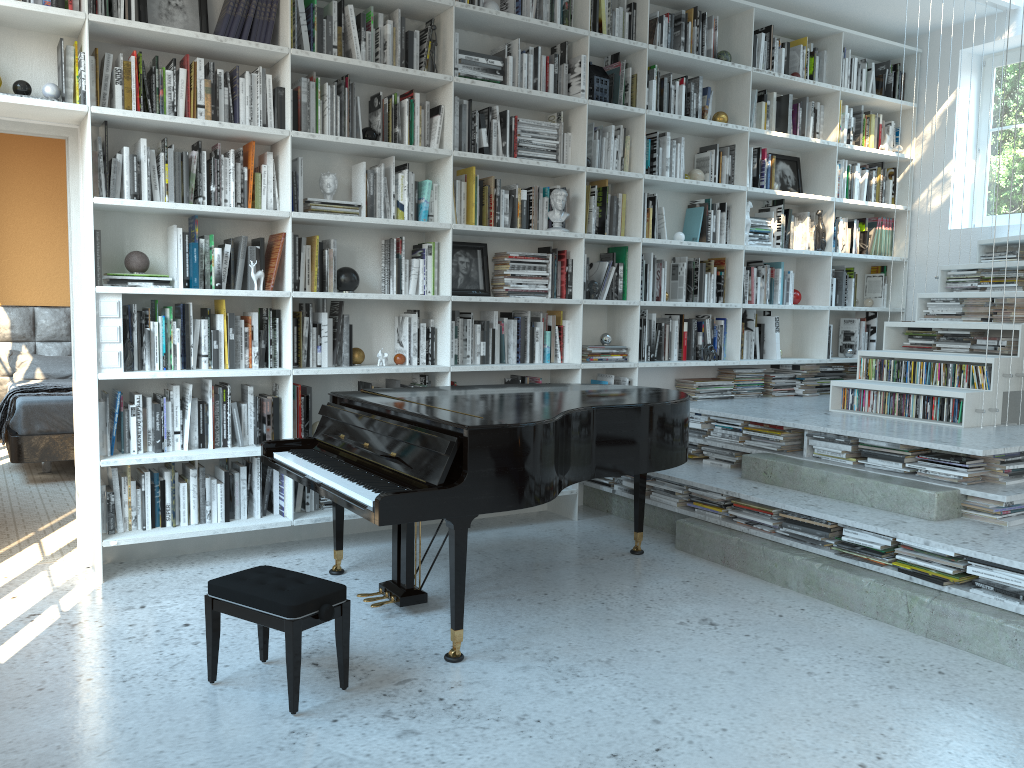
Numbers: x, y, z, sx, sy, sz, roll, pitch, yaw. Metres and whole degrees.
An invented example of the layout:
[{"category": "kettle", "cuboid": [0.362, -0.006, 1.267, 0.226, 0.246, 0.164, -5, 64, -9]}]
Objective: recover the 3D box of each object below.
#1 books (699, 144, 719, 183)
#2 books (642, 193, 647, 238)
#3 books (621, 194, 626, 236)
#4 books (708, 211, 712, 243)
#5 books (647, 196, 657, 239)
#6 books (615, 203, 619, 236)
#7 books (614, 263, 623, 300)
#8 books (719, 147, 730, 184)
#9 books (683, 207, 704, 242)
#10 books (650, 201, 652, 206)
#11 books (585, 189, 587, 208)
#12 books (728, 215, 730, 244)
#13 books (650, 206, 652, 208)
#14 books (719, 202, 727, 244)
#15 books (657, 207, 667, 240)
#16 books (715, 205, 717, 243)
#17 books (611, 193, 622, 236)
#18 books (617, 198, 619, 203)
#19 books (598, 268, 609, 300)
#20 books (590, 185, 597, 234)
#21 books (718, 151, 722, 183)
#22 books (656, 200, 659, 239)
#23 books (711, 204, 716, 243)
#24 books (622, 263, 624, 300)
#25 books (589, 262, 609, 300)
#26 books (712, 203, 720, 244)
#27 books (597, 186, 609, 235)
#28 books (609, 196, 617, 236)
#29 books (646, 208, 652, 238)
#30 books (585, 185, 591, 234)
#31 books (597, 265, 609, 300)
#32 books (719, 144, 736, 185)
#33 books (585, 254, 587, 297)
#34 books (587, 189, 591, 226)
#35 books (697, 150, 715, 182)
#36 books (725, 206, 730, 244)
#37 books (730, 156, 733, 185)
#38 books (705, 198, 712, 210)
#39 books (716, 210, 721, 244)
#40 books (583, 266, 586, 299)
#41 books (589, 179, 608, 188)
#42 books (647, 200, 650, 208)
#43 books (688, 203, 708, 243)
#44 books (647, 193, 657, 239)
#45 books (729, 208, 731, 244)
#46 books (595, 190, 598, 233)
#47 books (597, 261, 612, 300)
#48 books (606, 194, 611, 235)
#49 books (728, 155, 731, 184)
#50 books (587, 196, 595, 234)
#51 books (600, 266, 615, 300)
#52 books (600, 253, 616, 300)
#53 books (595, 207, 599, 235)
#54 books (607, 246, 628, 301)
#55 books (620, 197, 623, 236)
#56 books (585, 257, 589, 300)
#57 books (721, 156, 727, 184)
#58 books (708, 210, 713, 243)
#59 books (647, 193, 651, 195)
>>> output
[{"category": "books", "cuboid": [1.261, -1.392, 5.688, 0.015, 0.268, 0.164, -2, 6, -31]}, {"category": "books", "cuboid": [0.751, -1.013, 5.395, 0.013, 0.279, 0.191, -2, 6, -31]}, {"category": "books", "cuboid": [0.630, -1.007, 5.363, 0.033, 0.269, 0.141, -2, 6, -31]}, {"category": "books", "cuboid": [1.212, -0.995, 5.699, 0.006, 0.210, 0.188, -2, 6, -31]}, {"category": "books", "cuboid": [0.826, -1.013, 5.464, 0.006, 0.270, 0.178, -2, 6, -31]}, {"category": "books", "cuboid": [0.569, -0.970, 5.298, 0.034, 0.204, 0.181, -2, 6, -31]}, {"category": "books", "cuboid": [0.604, -0.615, 5.357, 0.029, 0.223, 0.170, -2, 6, -31]}, {"category": "books", "cuboid": [1.334, -1.389, 5.730, 0.016, 0.257, 0.175, -2, 6, -31]}, {"category": "books", "cuboid": [1.155, -1.008, 5.678, 0.056, 0.241, 0.153, -2, 6, -31]}, {"category": "books", "cuboid": [0.811, -0.999, 5.467, 0.017, 0.243, 0.132, -2, 6, -31]}, {"category": "books", "cuboid": [0.384, -1.010, 5.205, 0.035, 0.294, 0.145, -2, 6, -31]}, {"category": "books", "cuboid": [1.353, -1.001, 5.795, 0.023, 0.212, 0.164, -2, 6, -31]}, {"category": "books", "cuboid": [0.807, -0.983, 5.452, 0.007, 0.212, 0.158, -2, 6, -31]}, {"category": "books", "cuboid": [1.317, -1.029, 5.747, 0.012, 0.274, 0.183, -2, 6, -31]}, {"category": "books", "cuboid": [0.890, -0.982, 5.490, 0.051, 0.210, 0.176, -2, 6, -31]}, {"category": "books", "cuboid": [1.263, -1.021, 5.731, 0.015, 0.260, 0.152, -2, 6, -31]}, {"category": "books", "cuboid": [0.604, -1.004, 5.333, 0.032, 0.267, 0.142, -2, 6, -31]}, {"category": "books", "cuboid": [0.581, -0.990, 5.327, 0.028, 0.240, 0.145, -2, 6, -31]}, {"category": "books", "cuboid": [0.504, -0.605, 5.320, 0.090, 0.212, 0.143, -2, 6, -31]}, {"category": "books", "cuboid": [0.443, -1.012, 5.227, 0.019, 0.294, 0.163, -2, 6, -31]}, {"category": "books", "cuboid": [1.290, -1.374, 5.724, 0.016, 0.228, 0.160, -2, 6, -31]}, {"category": "books", "cuboid": [0.851, -1.007, 5.496, 0.007, 0.254, 0.160, -2, 6, -31]}, {"category": "books", "cuboid": [1.249, -1.023, 5.722, 0.018, 0.263, 0.165, -2, 6, -31]}, {"category": "books", "cuboid": [0.619, -0.618, 5.380, 0.021, 0.227, 0.148, -2, 6, -31]}, {"category": "books", "cuboid": [0.477, -0.611, 5.279, 0.095, 0.228, 0.190, -2, 6, -31]}, {"category": "books", "cuboid": [1.287, -1.030, 5.754, 0.032, 0.275, 0.154, -2, 6, -31]}, {"category": "books", "cuboid": [0.505, -1.012, 5.249, 0.019, 0.293, 0.182, -2, 6, -31]}, {"category": "books", "cuboid": [0.553, -0.988, 5.277, 0.027, 0.242, 0.188, -2, 6, -31]}, {"category": "books", "cuboid": [0.788, -0.970, 5.420, 0.017, 0.192, 0.191, -2, 6, -31]}, {"category": "books", "cuboid": [0.402, -1.010, 5.199, 0.035, 0.294, 0.145, -2, 6, -31]}, {"category": "books", "cuboid": [0.489, -0.603, 5.292, 0.089, 0.210, 0.175, -2, 6, -31]}, {"category": "books", "cuboid": [1.377, -1.400, 5.750, 0.005, 0.278, 0.182, -2, 6, -31]}, {"category": "books", "cuboid": [0.387, -0.632, 5.252, 0.012, 0.266, 0.157, -2, 6, -31]}, {"category": "books", "cuboid": [0.406, -1.011, 5.218, 0.035, 0.294, 0.145, -2, 6, -31]}, {"category": "books", "cuboid": [1.243, -1.375, 5.693, 0.012, 0.232, 0.154, -2, 6, -31]}, {"category": "books", "cuboid": [1.347, -1.020, 5.771, 0.011, 0.253, 0.169, -2, 6, -31]}, {"category": "books", "cuboid": [1.365, -1.365, 5.755, 0.012, 0.206, 0.169, -2, 6, -31]}, {"category": "books", "cuboid": [1.223, -1.039, 5.720, 0.013, 0.296, 0.153, -2, 6, -31]}, {"category": "books", "cuboid": [1.278, -1.004, 5.733, 0.012, 0.224, 0.178, -2, 6, -31]}, {"category": "books", "cuboid": [0.371, -0.592, 5.218, 0.027, 0.192, 0.182, -2, 6, -31]}, {"category": "books", "cuboid": [0.507, -1.036, 5.269, 0.021, 0.338, 0.169, -2, 6, -31]}, {"category": "books", "cuboid": [0.785, -0.998, 5.446, 0.008, 0.243, 0.168, -2, 6, -31]}, {"category": "books", "cuboid": [1.191, -1.022, 5.691, 0.021, 0.265, 0.174, -2, 6, -31]}, {"category": "books", "cuboid": [0.836, -1.022, 5.476, 0.013, 0.288, 0.158, -2, 6, -31]}, {"category": "books", "cuboid": [1.372, -1.018, 5.794, 0.010, 0.246, 0.158, -2, 6, -31]}, {"category": "books", "cuboid": [0.448, -1.006, 5.257, 0.035, 0.278, 0.139, -2, 6, -31]}, {"category": "books", "cuboid": [0.518, -0.620, 5.325, 0.094, 0.239, 0.149, -2, 6, -31]}, {"category": "books", "cuboid": [0.520, -0.994, 5.285, 0.033, 0.253, 0.174, -2, 6, -31]}, {"category": "books", "cuboid": [1.346, -1.363, 5.738, 0.013, 0.204, 0.173, -2, 6, -31]}, {"category": "books", "cuboid": [0.427, -0.981, 5.223, 0.015, 0.232, 0.180, -2, 6, -31]}, {"category": "books", "cuboid": [0.533, -0.602, 5.334, 0.091, 0.205, 0.169, -2, 6, -31]}, {"category": "books", "cuboid": [0.576, -0.647, 5.361, 0.013, 0.286, 0.138, -2, 6, -31]}, {"category": "books", "cuboid": [0.467, -0.959, 5.277, 0.030, 0.181, 0.131, -2, 6, -31]}, {"category": "books", "cuboid": [0.636, -0.668, 5.382, 0.014, 0.325, 0.182, -2, 6, -31]}, {"category": "books", "cuboid": [0.612, -0.996, 5.357, 0.019, 0.248, 0.148, -2, 6, -31]}, {"category": "books", "cuboid": [0.407, -0.624, 5.266, 0.035, 0.249, 0.140, -2, 6, -31]}, {"category": "books", "cuboid": [1.316, -1.362, 5.733, 0.013, 0.202, 0.173, -2, 6, -31]}, {"category": "books", "cuboid": [1.220, -1.000, 5.704, 0.013, 0.219, 0.187, -2, 6, -31]}, {"category": "books", "cuboid": [0.825, -1.032, 5.517, 0.011, 0.301, 0.088, -2, 6, -31]}]
